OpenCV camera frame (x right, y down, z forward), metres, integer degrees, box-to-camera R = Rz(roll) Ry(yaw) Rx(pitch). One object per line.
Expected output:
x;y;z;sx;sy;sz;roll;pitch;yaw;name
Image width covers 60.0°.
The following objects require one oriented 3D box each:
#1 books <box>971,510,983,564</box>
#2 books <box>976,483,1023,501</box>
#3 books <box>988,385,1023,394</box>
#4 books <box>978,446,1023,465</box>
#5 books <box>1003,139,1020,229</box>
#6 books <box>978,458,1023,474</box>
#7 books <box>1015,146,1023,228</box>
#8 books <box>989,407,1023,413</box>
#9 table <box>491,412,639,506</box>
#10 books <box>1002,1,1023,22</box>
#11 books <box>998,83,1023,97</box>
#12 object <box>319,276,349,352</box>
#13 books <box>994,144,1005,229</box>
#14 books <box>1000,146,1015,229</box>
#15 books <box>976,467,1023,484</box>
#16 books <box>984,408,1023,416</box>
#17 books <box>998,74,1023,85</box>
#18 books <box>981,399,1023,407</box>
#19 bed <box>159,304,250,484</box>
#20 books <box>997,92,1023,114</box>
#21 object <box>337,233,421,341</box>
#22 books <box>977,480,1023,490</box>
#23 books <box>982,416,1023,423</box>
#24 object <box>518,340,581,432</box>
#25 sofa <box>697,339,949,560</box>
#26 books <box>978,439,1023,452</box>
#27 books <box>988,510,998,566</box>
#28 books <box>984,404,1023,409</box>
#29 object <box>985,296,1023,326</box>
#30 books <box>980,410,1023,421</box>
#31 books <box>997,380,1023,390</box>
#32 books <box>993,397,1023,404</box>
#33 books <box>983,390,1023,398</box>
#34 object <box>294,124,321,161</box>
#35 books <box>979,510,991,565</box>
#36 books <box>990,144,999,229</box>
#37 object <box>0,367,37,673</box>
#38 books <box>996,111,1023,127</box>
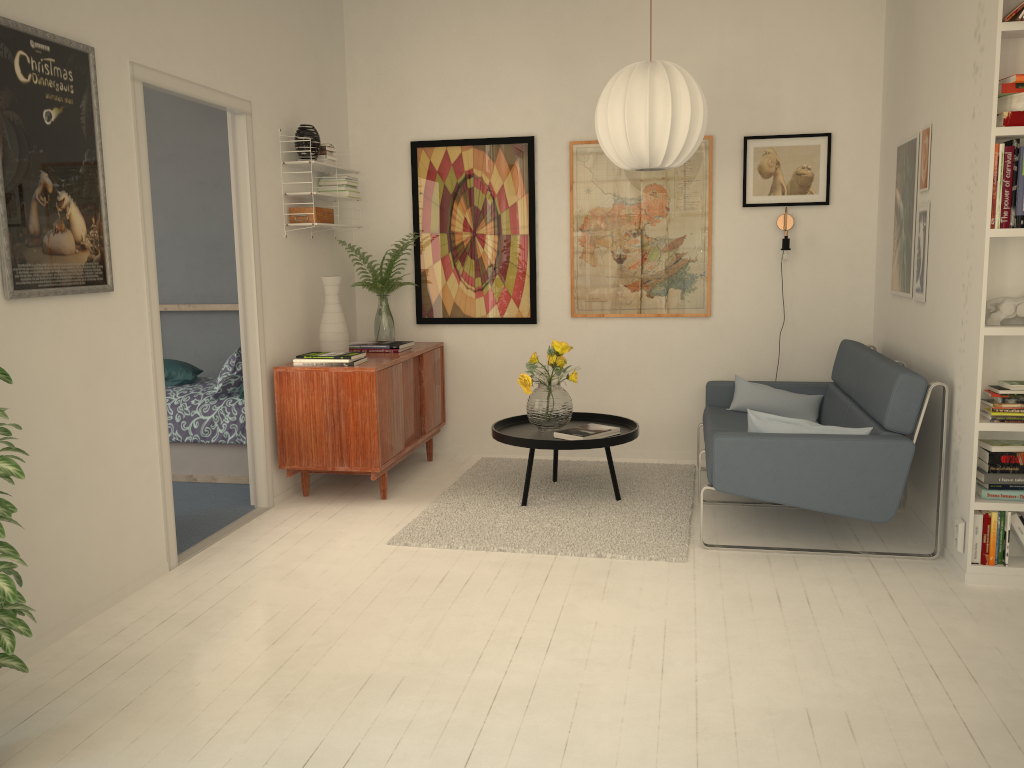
1.787;0.580;3.466;0.039;0.199;0.185;1;8;11;books
1.954;0.409;3.422;0.297;0.038;0.204;1;9;16;books
1.927;0.018;3.360;0.212;0.017;0.165;0;9;9;books
1.946;0.268;3.389;0.285;0.047;0.185;1;9;11;books
1.822;-0.731;3.271;0.021;0.317;0.179;1;8;11;books
1.929;0.311;3.397;0.247;0.039;0.143;0;9;8;books
1.847;-0.717;3.266;0.030;0.289;0.200;1;8;11;books
1.958;0.088;3.378;0.255;0.014;0.197;2;9;21;books
0.279;0.403;4.630;0.761;0.385;0.761;3;9;27;table
2.068;-1.332;3.142;0.664;0.110;0.278;1;9;11;books
1.914;-1.064;3.222;0.314;0.035;0.205;1;9;11;books
-0.980;-0.368;4.862;0.158;0.445;0.160;-8;10;-38;object
1.774;-0.725;3.289;0.015;0.300;0.207;1;8;11;books
1.797;-0.719;3.278;0.032;0.291;0.203;1;8;11;books
1.935;0.346;3.401;0.297;0.039;0.165;0;9;6;books
1.929;0.103;3.359;0.248;0.009;0.171;1;9;14;books
1.904;-1.092;3.212;0.266;0.026;0.203;-1;8;1;books
1.915;0.072;3.347;0.238;0.012;0.120;0;9;6;books
-2.068;0.019;5.509;1.656;0.973;0.934;1;8;11;bed
1.911;-1.011;3.218;0.268;0.064;0.128;-4;9;-18;books
-0.772;-0.582;5.449;0.476;0.685;0.398;1;8;13;object
1.930;0.375;3.422;0.241;0.024;0.168;0;9;6;books
1.923;0.128;3.358;0.247;0.009;0.170;1;9;14;books
0.187;0.010;4.622;0.361;0.471;0.291;-8;11;-40;object
1.415;0.230;4.373;0.964;0.772;1.604;1;9;11;sofa
1.952;0.229;3.398;0.297;0.024;0.162;-1;8;2;books
1.841;0.575;3.446;0.020;0.210;0.185;1;8;11;books
1.934;0.079;3.362;0.250;0.008;0.135;0;9;8;books
1.924;-0.291;3.280;0.311;0.150;0.137;2;9;19;object
1.916;0.116;3.355;0.247;0.014;0.173;1;9;10;books
1.933;0.003;3.335;0.166;0.019;0.127;0;9;4;books
1.956;0.051;3.357;0.235;0.025;0.163;2;9;18;books
1.912;0.033;3.356;0.221;0.010;0.169;1;9;14;books
-1.086;-1.278;4.711;0.139;0.200;0.139;-7;10;-34;object
1.819;0.576;3.455;0.026;0.206;0.187;1;8;11;books
1.758;-0.726;3.298;0.021;0.301;0.222;1;8;11;books
-1.418;0.289;2.127;0.514;1.423;0.569;-7;10;-35;object
1.912;-0.952;3.217;0.301;0.056;0.202;1;9;11;books
